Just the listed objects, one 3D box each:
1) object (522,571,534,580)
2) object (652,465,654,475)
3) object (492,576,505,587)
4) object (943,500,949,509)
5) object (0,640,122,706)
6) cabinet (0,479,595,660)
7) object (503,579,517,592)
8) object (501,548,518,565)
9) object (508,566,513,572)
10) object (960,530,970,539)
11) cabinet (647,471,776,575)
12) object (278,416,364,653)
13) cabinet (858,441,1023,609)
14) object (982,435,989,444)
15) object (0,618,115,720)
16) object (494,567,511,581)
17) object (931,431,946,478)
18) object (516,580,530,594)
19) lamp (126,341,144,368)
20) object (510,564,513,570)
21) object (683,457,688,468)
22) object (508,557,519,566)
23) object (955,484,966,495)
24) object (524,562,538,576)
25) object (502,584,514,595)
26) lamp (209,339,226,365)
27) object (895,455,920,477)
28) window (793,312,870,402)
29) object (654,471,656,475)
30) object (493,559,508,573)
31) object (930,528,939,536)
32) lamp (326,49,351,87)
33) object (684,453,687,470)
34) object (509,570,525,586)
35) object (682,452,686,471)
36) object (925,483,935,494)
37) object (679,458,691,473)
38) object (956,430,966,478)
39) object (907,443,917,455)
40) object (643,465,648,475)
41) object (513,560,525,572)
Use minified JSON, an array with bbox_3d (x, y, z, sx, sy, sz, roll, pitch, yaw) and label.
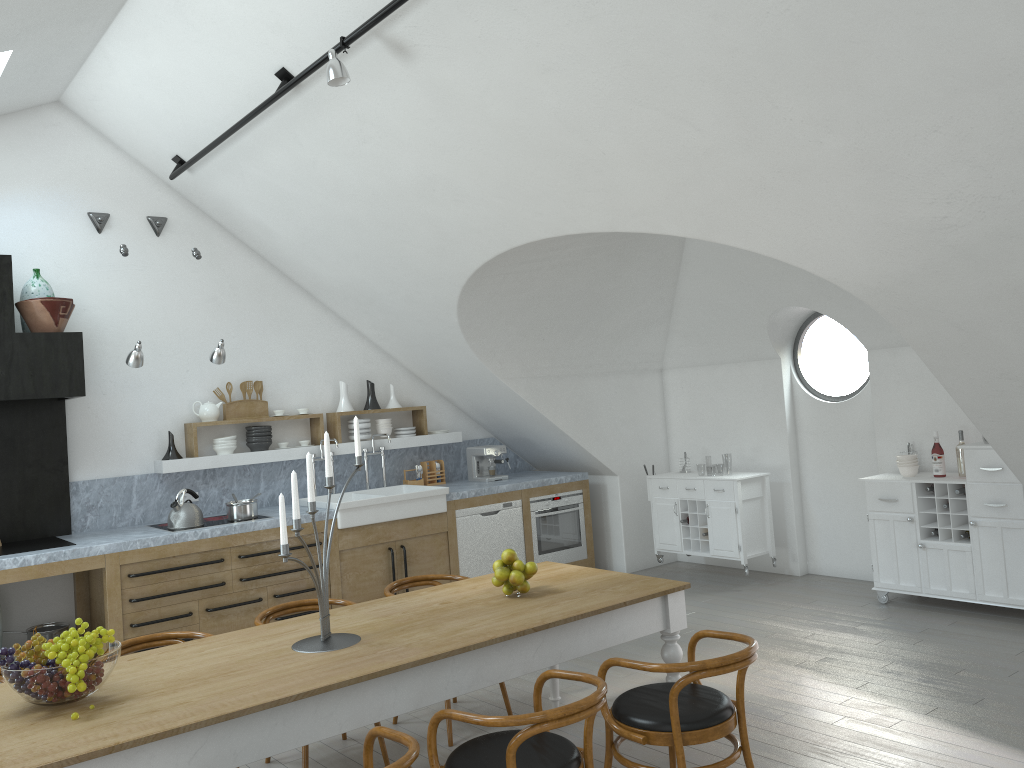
[{"bbox_3d":[0.065,0.859,4.055,0.076,0.076,0.077,-5,-2,19],"label":"object"},{"bbox_3d":[1.305,0.874,8.156,0.029,0.269,0.088,-4,-3,-12],"label":"object"},{"bbox_3d":[-0.062,0.891,4.017,0.059,0.056,0.059,-2,-3,-44],"label":"object"},{"bbox_3d":[3.124,0.839,6.233,0.331,0.085,0.085,-3,-2,-39],"label":"object"},{"bbox_3d":[-1.490,0.976,2.947,0.359,0.160,0.360,-5,-2,32],"label":"object"},{"bbox_3d":[-2.054,1.573,6.594,6.432,1.023,1.002,-3,-2,-38],"label":"cabinet"},{"bbox_3d":[0.000,0.912,4.059,0.080,0.074,0.078,-4,-2,7],"label":"object"},{"bbox_3d":[-0.012,0.785,4.028,0.072,0.074,0.072,-3,-2,-38],"label":"object"},{"bbox_3d":[-0.028,0.864,4.094,0.062,0.059,0.062,-3,-2,-34],"label":"object"},{"bbox_3d":[3.193,1.031,6.137,0.359,0.081,0.081,-3,-2,-40],"label":"object"},{"bbox_3d":[1.716,1.195,7.808,0.497,0.790,1.132,-2,-2,-38],"label":"cabinet"},{"bbox_3d":[-0.721,0.571,3.529,0.265,0.876,0.775,-5,-2,26],"label":"object"},{"bbox_3d":[3.169,0.992,6.261,0.610,1.155,1.240,-2,-3,-38],"label":"cabinet"},{"bbox_3d":[3.207,0.355,5.973,0.082,0.105,0.081,-4,-2,0],"label":"object"},{"bbox_3d":[-1.491,0.913,2.921,0.393,0.285,0.292,-5,-2,16],"label":"object"},{"bbox_3d":[-0.042,0.851,3.969,0.072,0.064,0.071,-2,-3,-45],"label":"object"},{"bbox_3d":[3.051,0.502,6.352,0.081,0.330,0.081,-2,-4,-42],"label":"object"},{"bbox_3d":[0.050,0.914,4.005,0.064,0.063,0.063,-3,-2,-27],"label":"object"},{"bbox_3d":[-2.534,-0.195,5.949,0.115,0.178,0.164,-3,-2,-20],"label":"lamp"},{"bbox_3d":[0.017,0.831,4.057,0.053,0.051,0.053,-5,-2,23],"label":"object"},{"bbox_3d":[1.600,0.732,8.181,0.029,0.137,0.097,-2,-3,-35],"label":"object"},{"bbox_3d":[0.001,0.817,4.107,0.062,0.060,0.062,-3,-2,-38],"label":"object"},{"bbox_3d":[3.170,0.728,6.145,0.360,0.085,0.087,-3,-2,-38],"label":"object"},{"bbox_3d":[0.085,0.834,4.004,0.063,0.063,0.062,-5,-2,14],"label":"object"},{"bbox_3d":[-0.018,0.926,3.994,0.051,0.050,0.049,-3,-2,-34],"label":"object"},{"bbox_3d":[-2.079,-0.226,6.304,0.168,0.176,0.112,-6,-3,44],"label":"lamp"},{"bbox_3d":[2.904,0.601,6.502,0.158,0.160,0.154,-4,-2,-10],"label":"object"},{"bbox_3d":[2.745,-0.251,7.506,0.060,0.901,0.898,-2,-3,-38],"label":"window"},{"bbox_3d":[1.327,0.935,8.177,0.038,0.262,0.038,-4,-3,-6],"label":"object"},{"bbox_3d":[-0.055,0.836,4.042,0.066,0.071,0.072,-5,-2,21],"label":"object"},{"bbox_3d":[3.092,1.038,6.277,0.331,0.085,0.156,-3,-2,-37],"label":"object"},{"bbox_3d":[-0.853,-1.555,4.339,0.112,0.175,0.114,-5,-2,15],"label":"lamp"},{"bbox_3d":[1.598,0.718,8.155,0.024,0.164,0.039,-3,-3,-25],"label":"object"},{"bbox_3d":[0.020,0.866,3.957,0.071,0.072,0.070,-5,-2,16],"label":"object"},{"bbox_3d":[1.590,0.717,8.189,0.054,0.175,0.039,-2,-3,-38],"label":"object"},{"bbox_3d":[3.048,0.735,6.313,0.359,0.094,0.092,-3,-2,-38],"label":"object"},{"bbox_3d":[1.595,0.752,8.176,0.067,0.138,0.101,-2,-3,-38],"label":"object"},{"bbox_3d":[3.157,0.490,6.207,0.085,0.331,0.085,-5,-3,11],"label":"object"},{"bbox_3d":[3.015,0.551,6.721,0.065,0.209,0.115,-2,-3,-36],"label":"object"},{"bbox_3d":[1.271,0.878,8.199,0.088,0.269,0.029,-5,-3,25],"label":"object"},{"bbox_3d":[0.030,0.821,3.990,0.053,0.057,0.058,-3,-2,-24],"label":"object"}]
